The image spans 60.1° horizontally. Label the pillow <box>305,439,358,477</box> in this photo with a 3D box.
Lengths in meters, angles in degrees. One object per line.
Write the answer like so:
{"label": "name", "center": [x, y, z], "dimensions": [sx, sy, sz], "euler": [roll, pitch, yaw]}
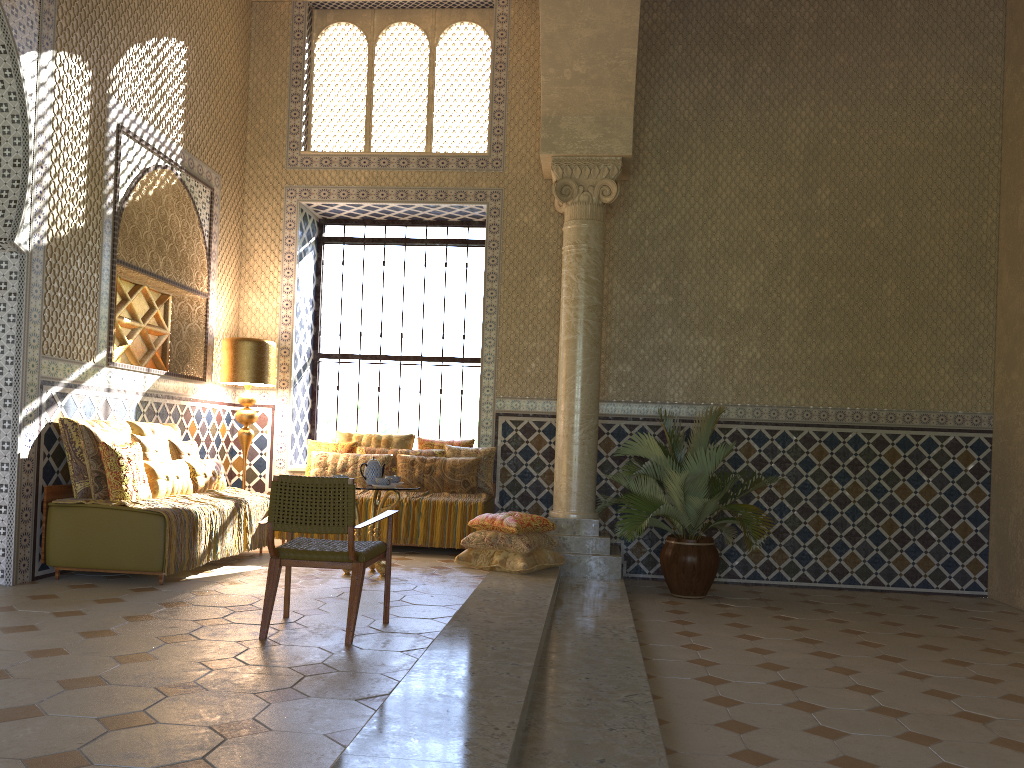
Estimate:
{"label": "pillow", "center": [-2.604, 1.149, 12.640], "dimensions": [0.740, 0.693, 0.341], "euler": [2, -1, 6]}

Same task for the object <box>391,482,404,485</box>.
{"label": "object", "center": [-1.359, 1.135, 10.086], "dimensions": [0.256, 0.032, 0.256], "euler": [3, -4, -16]}

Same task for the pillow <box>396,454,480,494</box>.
{"label": "pillow", "center": [-1.049, 1.269, 12.259], "dimensions": [1.191, 0.546, 0.329], "euler": [2, -2, 5]}

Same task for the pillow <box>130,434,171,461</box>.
{"label": "pillow", "center": [-3.990, 0.907, 9.851], "dimensions": [0.340, 0.692, 0.742], "euler": [2, -2, 6]}

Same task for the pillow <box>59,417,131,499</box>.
{"label": "pillow", "center": [-4.310, 0.785, 9.359], "dimensions": [0.422, 0.831, 1.195], "euler": [2, -3, 5]}

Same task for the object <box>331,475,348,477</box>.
{"label": "object", "center": [-1.905, 1.055, 9.781], "dimensions": [0.184, 0.100, 0.183], "euler": [3, -3, -14]}

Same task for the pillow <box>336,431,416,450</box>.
{"label": "pillow", "center": [-2.023, 1.106, 12.808], "dimensions": [1.192, 0.832, 0.423], "euler": [2, -1, 5]}

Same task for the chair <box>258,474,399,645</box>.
{"label": "chair", "center": [-1.459, 1.306, 6.901], "dimensions": [0.950, 1.208, 0.908], "euler": [2, -2, 5]}

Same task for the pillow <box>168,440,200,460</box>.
{"label": "pillow", "center": [-3.920, 0.994, 10.650], "dimensions": [0.313, 0.637, 0.683], "euler": [2, -2, 6]}

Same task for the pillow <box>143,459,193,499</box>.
{"label": "pillow", "center": [-3.797, 1.064, 9.744], "dimensions": [0.271, 0.450, 0.984], "euler": [2, -3, 5]}

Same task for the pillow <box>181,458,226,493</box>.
{"label": "pillow", "center": [-3.714, 1.130, 10.677], "dimensions": [0.271, 0.450, 0.984], "euler": [2, -3, 5]}

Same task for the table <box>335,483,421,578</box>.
{"label": "table", "center": [-1.571, 1.609, 9.742], "dimensions": [1.100, 0.980, 1.103], "euler": [0, -3, 35]}

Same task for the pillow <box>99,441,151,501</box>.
{"label": "pillow", "center": [-3.888, 0.910, 8.950], "dimensions": [0.345, 0.650, 0.686], "euler": [2, -2, 5]}

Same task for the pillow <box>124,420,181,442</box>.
{"label": "pillow", "center": [-4.204, 0.870, 10.550], "dimensions": [0.422, 0.831, 1.195], "euler": [2, -3, 5]}

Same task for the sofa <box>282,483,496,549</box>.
{"label": "sofa", "center": [-1.710, 1.816, 12.282], "dimensions": [2.849, 0.936, 1.276], "euler": [2, -3, 5]}

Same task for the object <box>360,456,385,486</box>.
{"label": "object", "center": [-1.539, 0.962, 9.789], "dimensions": [0.273, 0.323, 0.199], "euler": [2, -2, -5]}

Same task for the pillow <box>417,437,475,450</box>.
{"label": "pillow", "center": [-0.988, 1.173, 12.772], "dimensions": [0.855, 0.800, 0.394], "euler": [2, -1, 6]}

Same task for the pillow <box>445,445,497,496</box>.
{"label": "pillow", "center": [-0.606, 1.213, 12.460], "dimensions": [0.740, 0.693, 0.341], "euler": [2, -1, 6]}

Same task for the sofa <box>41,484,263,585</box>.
{"label": "sofa", "center": [-3.794, 1.576, 9.922], "dimensions": [1.273, 0.936, 2.856], "euler": [2, -4, 5]}

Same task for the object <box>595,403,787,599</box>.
{"label": "object", "center": [2.406, 1.482, 11.331], "dimensions": [2.642, 2.500, 2.167], "euler": [3, -2, -8]}

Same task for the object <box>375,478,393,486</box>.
{"label": "object", "center": [-1.366, 1.053, 9.449], "dimensions": [0.183, 0.100, 0.184], "euler": [2, -3, 1]}

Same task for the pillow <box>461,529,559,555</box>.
{"label": "pillow", "center": [-0.020, 1.921, 10.793], "dimensions": [0.931, 0.347, 0.882], "euler": [1, -4, 26]}

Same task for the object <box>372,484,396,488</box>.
{"label": "object", "center": [-1.368, 1.091, 9.449], "dimensions": [0.256, 0.032, 0.256], "euler": [2, -4, 1]}

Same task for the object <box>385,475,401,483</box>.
{"label": "object", "center": [-1.358, 1.097, 10.085], "dimensions": [0.183, 0.100, 0.183], "euler": [3, -3, -6]}

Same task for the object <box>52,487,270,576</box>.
{"label": "object", "center": [-3.734, 1.568, 9.904], "dimensions": [1.314, 0.717, 2.892], "euler": [2, -4, 5]}

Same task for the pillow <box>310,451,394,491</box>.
{"label": "pillow", "center": [-2.268, 1.229, 12.368], "dimensions": [1.191, 0.546, 0.329], "euler": [2, -2, 5]}

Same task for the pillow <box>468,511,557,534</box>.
{"label": "pillow", "center": [0.004, 1.712, 10.785], "dimensions": [0.803, 0.310, 0.749], "euler": [-1, -4, 39]}

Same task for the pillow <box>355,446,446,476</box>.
{"label": "pillow", "center": [-1.603, 1.210, 12.529], "dimensions": [1.341, 0.615, 0.371], "euler": [2, -2, 5]}

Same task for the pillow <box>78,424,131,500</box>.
{"label": "pillow", "center": [-4.132, 0.817, 9.117], "dimensions": [0.383, 0.779, 0.835], "euler": [2, -2, 6]}

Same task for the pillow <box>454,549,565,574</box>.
{"label": "pillow", "center": [-0.008, 2.123, 10.798], "dimensions": [0.990, 0.368, 1.045], "euler": [0, -4, 30]}

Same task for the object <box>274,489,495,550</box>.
{"label": "object", "center": [-1.755, 1.801, 12.224], "dimensions": [2.885, 0.717, 1.317], "euler": [2, -3, 5]}

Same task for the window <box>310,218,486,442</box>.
{"label": "window", "center": [-4.592, -0.711, 13.935], "dimensions": [8.483, 3.987, 0.574], "euler": [2, -1, 1]}

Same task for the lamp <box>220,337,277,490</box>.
{"label": "lamp", "center": [-3.724, 0.788, 12.379], "dimensions": [0.737, 2.811, 0.737], "euler": [3, -1, -26]}
